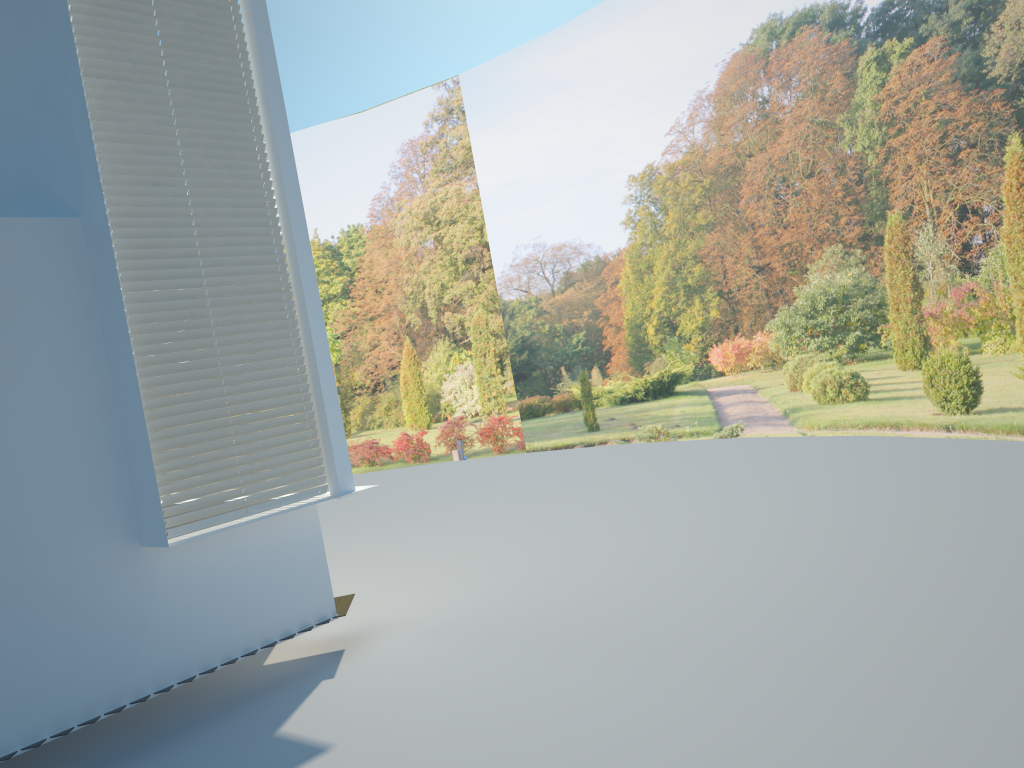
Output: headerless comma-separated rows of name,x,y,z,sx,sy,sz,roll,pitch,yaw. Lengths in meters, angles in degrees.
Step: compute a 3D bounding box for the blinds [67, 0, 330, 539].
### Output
blinds,-2.755,-1.204,6.805,1.221,4.264,3.914,-11,1,-30
